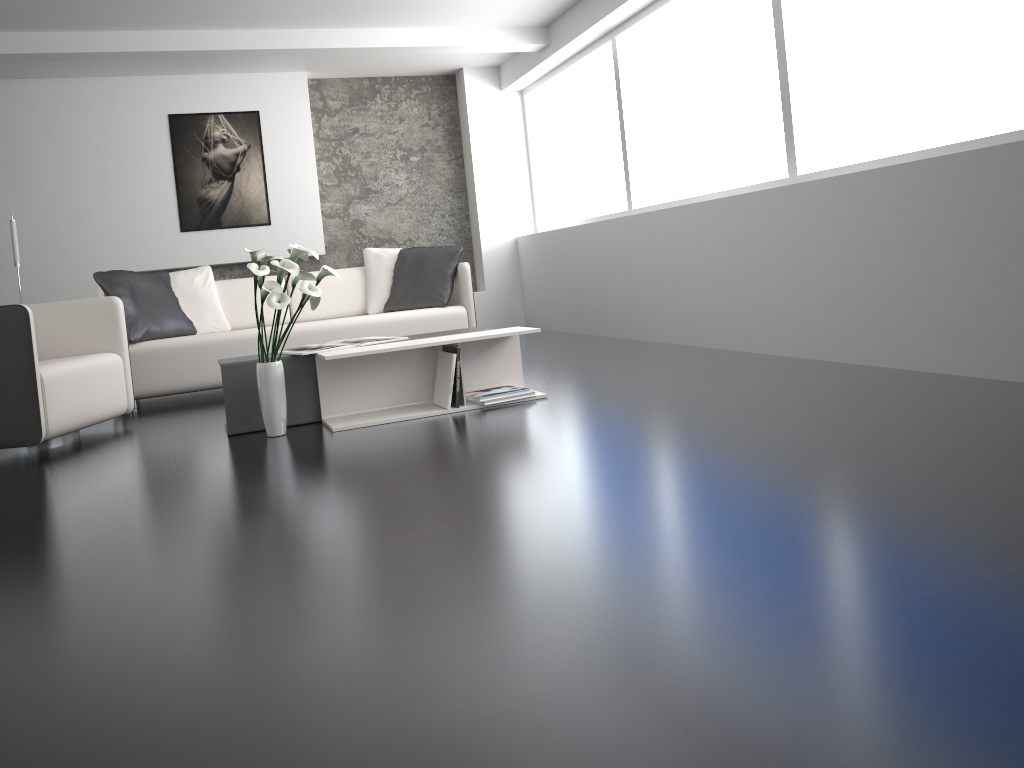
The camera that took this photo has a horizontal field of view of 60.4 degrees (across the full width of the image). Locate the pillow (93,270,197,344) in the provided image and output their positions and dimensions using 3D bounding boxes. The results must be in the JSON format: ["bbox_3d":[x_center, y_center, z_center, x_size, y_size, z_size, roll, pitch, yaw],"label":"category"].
[{"bbox_3d":[-2.208,-0.486,5.358,0.277,0.447,0.571,-4,5,26],"label":"pillow"}]

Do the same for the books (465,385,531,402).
[{"bbox_3d":[-0.080,0.041,3.998,0.265,0.017,0.227,-10,9,-28],"label":"books"}]

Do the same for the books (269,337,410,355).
[{"bbox_3d":[-0.805,-0.185,4.119,0.553,0.017,0.358,-12,10,-38],"label":"books"}]

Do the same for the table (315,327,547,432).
[{"bbox_3d":[-0.358,-0.040,3.944,0.973,0.313,0.299,-8,5,-21],"label":"table"}]

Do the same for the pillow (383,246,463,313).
[{"bbox_3d":[-0.585,-0.727,5.996,0.549,0.435,0.336,-3,4,27],"label":"pillow"}]

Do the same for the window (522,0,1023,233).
[{"bbox_3d":[1.479,-1.740,4.679,0.110,1.421,8.085,-6,7,-18],"label":"window"}]

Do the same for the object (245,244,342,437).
[{"bbox_3d":[-0.921,-0.190,3.677,0.380,0.794,0.445,-7,3,-35],"label":"object"}]

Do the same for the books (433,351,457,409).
[{"bbox_3d":[-0.300,-0.021,3.928,0.070,0.237,0.227,-6,4,-20],"label":"books"}]

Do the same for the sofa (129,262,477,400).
[{"bbox_3d":[-1.440,-0.404,5.824,2.250,0.658,0.922,-8,6,-21],"label":"sofa"}]

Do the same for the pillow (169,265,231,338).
[{"bbox_3d":[-2.153,-0.501,5.663,0.589,0.497,0.323,-8,4,-29],"label":"pillow"}]

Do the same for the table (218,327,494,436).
[{"bbox_3d":[-0.706,-0.033,4.152,1.264,0.313,0.299,-8,5,-20],"label":"table"}]

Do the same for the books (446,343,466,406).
[{"bbox_3d":[-0.255,-0.054,3.969,0.007,0.283,0.205,-6,3,-20],"label":"books"}]

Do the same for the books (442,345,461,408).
[{"bbox_3d":[-0.274,-0.038,3.941,0.050,0.262,0.234,-6,4,-20],"label":"books"}]

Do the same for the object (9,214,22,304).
[{"bbox_3d":[-3.788,-0.622,6.802,0.181,1.390,0.180,-6,1,-18],"label":"object"}]

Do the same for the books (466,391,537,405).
[{"bbox_3d":[-0.055,0.057,3.988,0.265,0.017,0.213,-10,9,-28],"label":"books"}]

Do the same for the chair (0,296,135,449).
[{"bbox_3d":[-2.443,-0.078,4.166,0.918,0.658,0.774,-5,5,6],"label":"chair"}]

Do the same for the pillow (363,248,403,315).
[{"bbox_3d":[-0.757,-0.735,6.211,0.589,0.506,0.299,-7,3,-14],"label":"pillow"}]

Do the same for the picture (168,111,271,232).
[{"bbox_3d":[-2.505,-1.833,7.566,0.749,1.001,0.004,-7,1,-18],"label":"picture"}]
